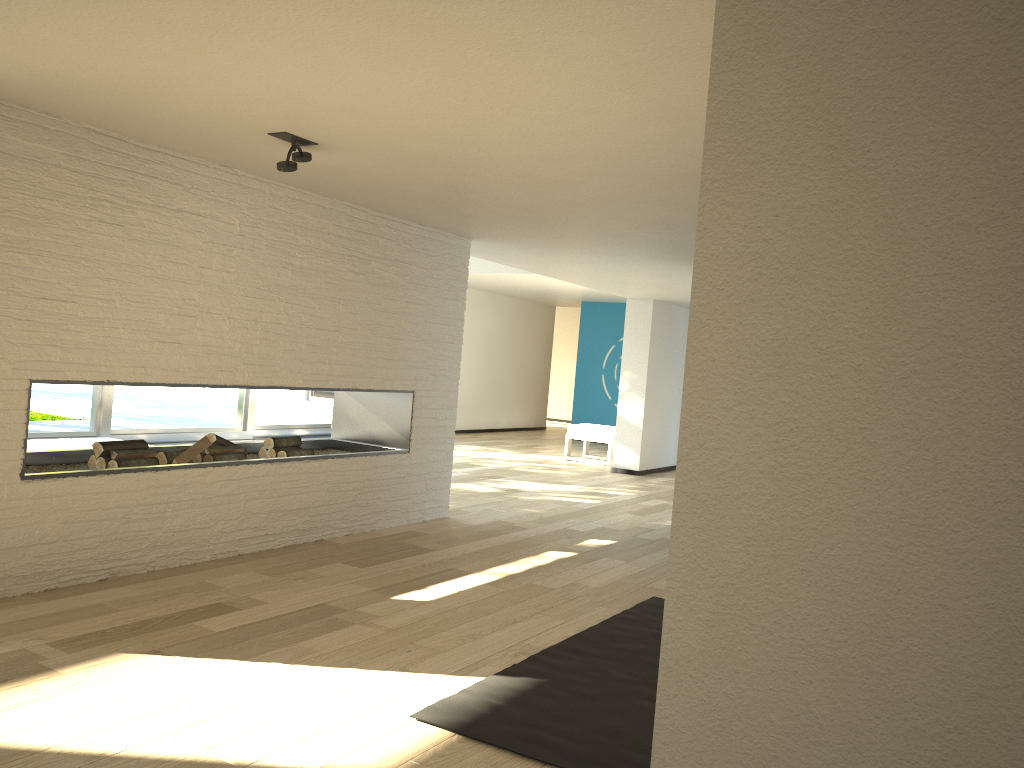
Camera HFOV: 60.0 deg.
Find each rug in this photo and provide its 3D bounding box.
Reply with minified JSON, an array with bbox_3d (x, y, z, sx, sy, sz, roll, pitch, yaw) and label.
[{"bbox_3d":[0.615,1.076,3.310,0.979,0.011,1.998,6,1,31],"label":"rug"}]

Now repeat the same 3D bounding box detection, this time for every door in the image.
[{"bbox_3d":[-3.075,-0.344,7.909,19.450,2.373,22.940,6,1,31],"label":"door"}]

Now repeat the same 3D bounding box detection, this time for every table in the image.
[{"bbox_3d":[-2.839,0.589,5.838,1.221,0.305,1.220,5,1,31],"label":"table"}]

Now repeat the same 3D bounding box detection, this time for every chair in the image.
[{"bbox_3d":[1.066,0.739,10.913,0.611,0.442,0.610,5,1,31],"label":"chair"}]

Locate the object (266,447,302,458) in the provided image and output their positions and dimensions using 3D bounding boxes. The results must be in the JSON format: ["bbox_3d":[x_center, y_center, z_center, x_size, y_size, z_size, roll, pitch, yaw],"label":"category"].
[{"bbox_3d":[-1.364,0.419,5.333,0.076,0.076,0.236,5,1,29],"label":"object"}]

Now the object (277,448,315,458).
[{"bbox_3d":[-1.291,0.426,5.301,0.082,0.073,0.237,5,1,30],"label":"object"}]

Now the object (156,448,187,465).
[{"bbox_3d":[-1.823,0.392,4.773,0.075,0.074,0.245,5,1,9],"label":"object"}]

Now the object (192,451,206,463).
[{"bbox_3d":[-1.638,0.406,4.870,0.076,0.076,0.236,5,1,29],"label":"object"}]

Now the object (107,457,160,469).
[{"bbox_3d":[-1.854,0.399,4.349,0.082,0.073,0.237,5,1,30],"label":"object"}]

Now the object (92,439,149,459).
[{"bbox_3d":[-1.947,0.324,4.412,0.093,0.088,0.260,5,1,29],"label":"object"}]

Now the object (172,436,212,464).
[{"bbox_3d":[-1.707,0.357,4.719,0.064,0.165,0.225,5,1,30],"label":"object"}]

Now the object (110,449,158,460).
[{"bbox_3d":[-1.871,0.355,4.389,0.064,0.060,0.229,5,1,32],"label":"object"}]

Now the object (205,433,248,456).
[{"bbox_3d":[-1.608,0.358,4.986,0.093,0.170,0.271,5,1,29],"label":"object"}]

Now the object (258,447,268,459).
[{"bbox_3d":[-1.420,0.413,5.381,0.075,0.074,0.245,5,1,29],"label":"object"}]

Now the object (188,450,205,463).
[{"bbox_3d":[-1.694,0.400,4.919,0.075,0.074,0.245,5,1,29],"label":"object"}]

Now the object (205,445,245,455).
[{"bbox_3d":[-1.581,0.369,4.878,0.064,0.060,0.229,5,1,32],"label":"object"}]

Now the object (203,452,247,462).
[{"bbox_3d":[-1.564,0.413,4.839,0.082,0.073,0.237,5,1,30],"label":"object"}]

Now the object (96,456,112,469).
[{"bbox_3d":[-1.928,0.392,4.381,0.076,0.076,0.236,5,1,29],"label":"object"}]

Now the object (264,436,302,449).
[{"bbox_3d":[-1.382,0.353,5.358,0.082,0.073,0.237,5,1,30],"label":"object"}]

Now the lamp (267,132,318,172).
[{"bbox_3d":[-0.906,-0.936,3.668,0.135,0.153,0.234,5,1,31],"label":"lamp"}]

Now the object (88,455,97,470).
[{"bbox_3d":[-1.984,0.386,4.429,0.075,0.074,0.245,5,1,29],"label":"object"}]
